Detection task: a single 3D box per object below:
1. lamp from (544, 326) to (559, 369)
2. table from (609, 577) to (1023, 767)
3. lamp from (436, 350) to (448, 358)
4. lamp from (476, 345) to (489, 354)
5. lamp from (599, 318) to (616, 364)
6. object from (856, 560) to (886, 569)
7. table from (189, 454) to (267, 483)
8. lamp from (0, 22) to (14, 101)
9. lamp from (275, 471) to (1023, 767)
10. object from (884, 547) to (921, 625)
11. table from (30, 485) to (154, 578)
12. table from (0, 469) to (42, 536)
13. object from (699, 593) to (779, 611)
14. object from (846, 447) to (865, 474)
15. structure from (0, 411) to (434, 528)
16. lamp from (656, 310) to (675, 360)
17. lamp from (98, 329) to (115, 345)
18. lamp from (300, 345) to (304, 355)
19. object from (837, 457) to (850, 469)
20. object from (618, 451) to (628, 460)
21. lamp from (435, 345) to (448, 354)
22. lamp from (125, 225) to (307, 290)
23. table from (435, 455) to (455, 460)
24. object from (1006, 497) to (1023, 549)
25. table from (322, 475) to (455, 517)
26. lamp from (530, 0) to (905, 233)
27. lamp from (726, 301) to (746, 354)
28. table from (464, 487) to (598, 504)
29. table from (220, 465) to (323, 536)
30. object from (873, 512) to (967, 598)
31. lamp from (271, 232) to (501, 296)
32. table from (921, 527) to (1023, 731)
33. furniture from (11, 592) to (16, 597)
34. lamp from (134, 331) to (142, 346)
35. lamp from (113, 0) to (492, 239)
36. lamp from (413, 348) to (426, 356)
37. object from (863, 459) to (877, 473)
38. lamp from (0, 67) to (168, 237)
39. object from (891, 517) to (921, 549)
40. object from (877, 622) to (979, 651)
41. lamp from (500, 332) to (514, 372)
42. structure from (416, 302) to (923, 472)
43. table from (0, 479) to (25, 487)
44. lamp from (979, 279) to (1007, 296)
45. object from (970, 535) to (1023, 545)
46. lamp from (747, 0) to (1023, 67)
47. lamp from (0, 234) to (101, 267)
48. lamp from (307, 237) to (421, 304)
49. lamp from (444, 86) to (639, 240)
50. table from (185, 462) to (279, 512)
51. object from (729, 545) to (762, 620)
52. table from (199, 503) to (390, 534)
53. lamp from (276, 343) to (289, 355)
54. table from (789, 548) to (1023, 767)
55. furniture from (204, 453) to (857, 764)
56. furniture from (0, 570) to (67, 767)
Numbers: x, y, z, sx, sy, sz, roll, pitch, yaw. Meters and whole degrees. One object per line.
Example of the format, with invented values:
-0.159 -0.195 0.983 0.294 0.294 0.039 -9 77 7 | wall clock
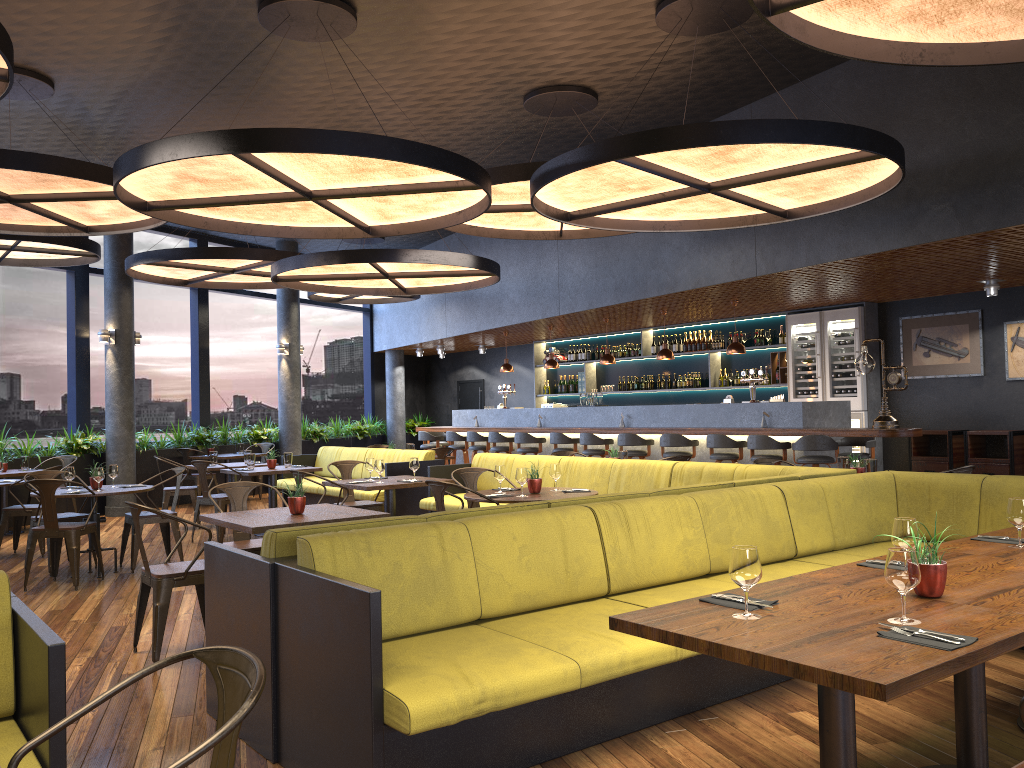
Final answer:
0.626 -0.586 14.206 0.250 0.673 0.250 -1 -2 -5 | lamp
0.928 1.065 2.586 0.906 0.763 0.887 0 -2 -38 | table
-1.522 -0.652 19.287 0.228 0.172 0.228 0 -2 -37 | lamp
-0.606 -0.708 18.087 0.228 0.172 0.228 0 -2 -37 | lamp
1.413 -0.634 13.175 0.250 0.673 0.250 -1 -2 -5 | lamp
1.457 0.685 3.358 0.157 0.019 0.255 0 -2 -37 | object
-4.598 1.527 14.291 0.887 0.763 0.906 -2 -2 27 | table
-4.054 -2.306 4.373 2.778 1.159 2.778 -3 -2 43 | lamp
3.544 0.099 5.136 9.057 2.714 3.017 0 -2 -37 | lamp
1.117 0.576 2.535 0.097 0.206 0.097 -2 -2 8 | object
-3.746 1.327 7.954 1.007 0.760 1.007 -3 -2 40 | table
-6.320 1.474 10.999 0.887 0.763 0.906 -2 -2 27 | table
0.734 0.687 2.807 0.157 0.019 0.255 0 -2 -37 | object
2.700 0.629 6.966 0.260 0.271 0.238 0 -2 -36 | object
-5.494 1.212 13.891 0.808 1.413 17.112 -2 -2 28 | structure
2.113 -0.677 12.258 0.250 0.673 0.250 -1 -2 -5 | lamp
-5.797 -0.675 12.610 0.215 0.215 0.189 -2 -2 20 | lamp
-3.906 -0.615 16.292 0.215 0.215 0.189 -2 -2 32 | lamp
2.694 0.682 7.202 0.102 0.178 0.102 -3 -2 38 | object
1.125 0.769 8.977 0.102 0.178 0.102 -3 -2 38 | object
-1.435 -0.696 17.837 0.228 0.172 0.228 0 -2 -37 | lamp
-3.888 -2.084 12.366 2.778 1.159 2.778 -1 -2 -2 | lamp
-1.401 1.395 12.309 0.906 0.763 0.887 0 -2 -38 | table
2.140 0.586 3.741 0.097 0.206 0.097 -2 -2 8 | object
-1.137 1.272 8.176 0.906 0.763 0.887 0 -2 -38 | table
1.514 -2.189 6.898 2.778 1.475 2.778 0 -2 -33 | lamp
2.845 -0.721 11.298 0.250 0.673 0.250 -1 -2 -5 | lamp
0.151 1.198 6.636 1.007 0.760 1.007 -1 -2 0 | table
-2.825 1.375 10.412 0.887 0.763 0.906 0 -2 -38 | table
1.340 0.544 2.862 0.238 0.271 0.260 -1 -2 -16 | object
-1.548 -2.002 10.947 2.778 1.475 2.778 -2 -2 17 | lamp
2.364 1.062 3.689 0.906 0.763 0.887 0 -2 -38 | table
-4.378 1.148 3.764 3.372 0.914 4.503 0 -2 -37 | furniture
-5.573 -0.665 13.127 0.215 0.215 0.189 -2 -2 28 | lamp
-1.561 -2.118 6.842 2.778 1.475 2.778 -2 -2 12 | lamp
-1.927 -0.665 18.510 0.228 0.172 0.228 0 -2 -37 | lamp
2.762 0.670 6.832 0.102 0.178 0.102 -3 -2 38 | object
-4.577 -2.189 8.065 2.778 1.159 2.778 -2 -2 30 | lamp
1.418 0.587 3.190 0.097 0.206 0.097 -2 -2 8 | object
1.083 0.666 2.362 0.157 0.019 0.255 0 -2 -37 | object
-0.097 -0.542 15.154 0.250 0.673 0.250 -3 -2 40 | lamp
2.133 0.371 13.286 2.700 2.700 9.298 0 -2 -37 | structure
-5.550 1.403 9.115 1.007 0.760 1.007 0 -2 -44 | table
5.396 -1.080 9.974 0.228 0.172 0.228 0 -2 -37 | lamp
2.179 0.684 3.909 0.157 0.019 0.255 0 -2 -37 | object
2.162 -2.317 2.940 2.778 1.475 2.778 0 -2 -37 | lamp
-6.134 -2.133 10.868 1.979 1.093 1.979 -2 -2 16 | lamp
-2.628 -2.077 15.749 1.979 1.093 1.979 -2 -2 16 | lamp
0.503 -2.286 8.902 2.778 1.159 2.778 -2 -2 13 | lamp
-3.612 1.423 11.441 0.906 0.763 0.887 0 -2 -38 | table
0.696 0.589 2.639 0.097 0.206 0.097 -2 -2 8 | object
-1.377 1.205 5.609 0.887 0.763 0.906 0 -2 -38 | table
-4.109 -0.625 15.766 0.215 0.215 0.189 -2 -2 13 | lamp
1.644 1.064 3.139 0.906 0.763 0.887 0 -2 -38 | table
0.384 1.091 5.710 4.895 0.914 7.462 0 -2 -42 | furniture
-1.569 0.977 0.079 3.378 0.916 4.755 0 -2 -37 | furniture
